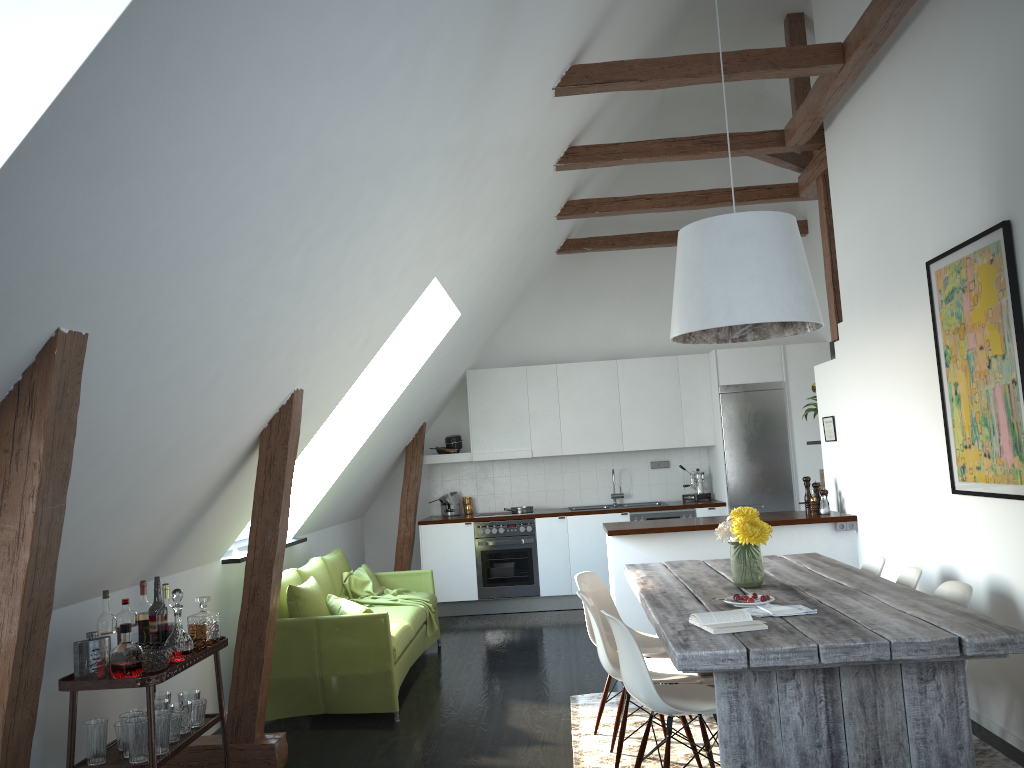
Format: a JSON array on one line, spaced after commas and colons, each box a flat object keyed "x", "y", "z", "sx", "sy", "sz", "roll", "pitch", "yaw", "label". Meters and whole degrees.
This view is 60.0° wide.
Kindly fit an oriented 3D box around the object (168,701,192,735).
[{"x": -1.371, "y": 1.383, "z": 3.671, "sx": 0.095, "sy": 0.119, "sz": 0.095, "roll": 0, "pitch": -6, "yaw": -35, "label": "object"}]

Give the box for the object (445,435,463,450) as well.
[{"x": -0.597, "y": 0.603, "z": 9.080, "sx": 0.190, "sy": 0.166, "sz": 0.200, "roll": 0, "pitch": -6, "yaw": -34, "label": "object"}]

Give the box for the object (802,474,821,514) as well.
[{"x": 2.160, "y": 0.790, "z": 6.375, "sx": 0.123, "sy": 0.283, "sz": 0.061, "roll": -4, "pitch": -5, "yaw": 3, "label": "object"}]

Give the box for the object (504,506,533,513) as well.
[{"x": 0.045, "y": 1.247, "z": 8.819, "sx": 0.351, "sy": 0.061, "sz": 0.232, "roll": -2, "pitch": -5, "yaw": -24, "label": "object"}]

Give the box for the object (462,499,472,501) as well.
[{"x": -0.458, "y": 1.201, "z": 9.092, "sx": 0.100, "sy": 0.036, "sz": 0.100, "roll": -7, "pitch": -6, "yaw": 31, "label": "object"}]

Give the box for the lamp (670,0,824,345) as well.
[{"x": 1.021, "y": -1.631, "z": 4.273, "sx": 0.757, "sy": 2.813, "sz": 0.697, "roll": 0, "pitch": -6, "yaw": -37, "label": "lamp"}]

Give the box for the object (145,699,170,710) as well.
[{"x": -1.487, "y": 1.395, "z": 3.726, "sx": 0.095, "sy": 0.119, "sz": 0.095, "roll": 0, "pitch": -6, "yaw": -35, "label": "object"}]

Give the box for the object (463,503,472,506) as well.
[{"x": -0.454, "y": 1.236, "z": 9.093, "sx": 0.099, "sy": 0.057, "sz": 0.101, "roll": -5, "pitch": -5, "yaw": 14, "label": "object"}]

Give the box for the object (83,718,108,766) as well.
[{"x": -1.565, "y": 1.349, "z": 3.339, "sx": 0.087, "sy": 0.155, "sz": 0.087, "roll": -1, "pitch": -5, "yaw": -24, "label": "object"}]

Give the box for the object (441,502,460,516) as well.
[{"x": -0.606, "y": 1.260, "z": 8.995, "sx": 0.200, "sy": 0.154, "sz": 0.348, "roll": -2, "pitch": -5, "yaw": -18, "label": "object"}]

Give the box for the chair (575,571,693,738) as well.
[{"x": 0.632, "y": 1.401, "z": 4.678, "sx": 0.542, "sy": 0.801, "sz": 0.465, "roll": -6, "pitch": -6, "yaw": 29, "label": "chair"}]

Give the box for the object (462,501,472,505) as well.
[{"x": -0.457, "y": 1.218, "z": 9.091, "sx": 0.100, "sy": 0.036, "sz": 0.100, "roll": -1, "pitch": -6, "yaw": -31, "label": "object"}]

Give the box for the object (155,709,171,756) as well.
[{"x": -1.356, "y": 1.342, "z": 3.415, "sx": 0.087, "sy": 0.155, "sz": 0.087, "roll": -1, "pitch": -5, "yaw": -24, "label": "object"}]

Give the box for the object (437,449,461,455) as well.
[{"x": -0.640, "y": 0.686, "z": 9.013, "sx": 0.243, "sy": 0.056, "sz": 0.350, "roll": -3, "pitch": -5, "yaw": -8, "label": "object"}]

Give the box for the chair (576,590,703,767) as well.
[{"x": 0.598, "y": 1.354, "z": 4.103, "sx": 0.542, "sy": 0.801, "sz": 0.465, "roll": -4, "pitch": -5, "yaw": 4, "label": "chair"}]

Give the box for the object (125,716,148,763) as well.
[{"x": -1.404, "y": 1.337, "z": 3.328, "sx": 0.087, "sy": 0.155, "sz": 0.087, "roll": -1, "pitch": -5, "yaw": -24, "label": "object"}]

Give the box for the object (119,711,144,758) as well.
[{"x": -1.460, "y": 1.348, "z": 3.408, "sx": 0.087, "sy": 0.155, "sz": 0.087, "roll": -1, "pitch": -5, "yaw": -24, "label": "object"}]

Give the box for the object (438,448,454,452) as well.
[{"x": -0.683, "y": 0.667, "z": 8.963, "sx": 0.065, "sy": 0.065, "sz": 0.332, "roll": -1, "pitch": -6, "yaw": -30, "label": "object"}]

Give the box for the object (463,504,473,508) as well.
[{"x": -0.451, "y": 1.257, "z": 9.092, "sx": 0.099, "sy": 0.043, "sz": 0.100, "roll": -3, "pitch": -5, "yaw": -10, "label": "object"}]

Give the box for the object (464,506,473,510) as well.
[{"x": -0.448, "y": 1.278, "z": 9.088, "sx": 0.099, "sy": 0.051, "sz": 0.099, "roll": -3, "pitch": -5, "yaw": -11, "label": "object"}]

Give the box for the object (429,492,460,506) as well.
[{"x": -0.706, "y": 1.191, "z": 9.036, "sx": 0.371, "sy": 0.169, "sz": 0.203, "roll": -1, "pitch": -5, "yaw": -25, "label": "object"}]

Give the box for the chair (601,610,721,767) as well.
[{"x": 0.659, "y": 1.304, "z": 3.581, "sx": 0.542, "sy": 0.801, "sz": 0.465, "roll": -3, "pitch": -5, "yaw": -11, "label": "chair"}]

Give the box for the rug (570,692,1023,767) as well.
[{"x": 1.221, "y": 1.694, "z": 3.947, "sx": 1.898, "sy": 0.022, "sz": 2.677, "roll": -4, "pitch": -5, "yaw": 3, "label": "rug"}]

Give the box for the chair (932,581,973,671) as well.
[{"x": 1.659, "y": 1.250, "z": 3.699, "sx": 0.542, "sy": 0.801, "sz": 0.465, "roll": -4, "pitch": -5, "yaw": -1, "label": "chair"}]

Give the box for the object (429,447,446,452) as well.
[{"x": -0.710, "y": 0.679, "z": 9.055, "sx": 0.357, "sy": 0.075, "sz": 0.244, "roll": -1, "pitch": -6, "yaw": -26, "label": "object"}]

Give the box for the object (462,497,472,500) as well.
[{"x": -0.458, "y": 1.180, "z": 9.093, "sx": 0.100, "sy": 0.047, "sz": 0.099, "roll": -4, "pitch": -5, "yaw": -2, "label": "object"}]

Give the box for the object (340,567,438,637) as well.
[{"x": -0.926, "y": 1.651, "z": 6.764, "sx": 0.722, "sy": 0.493, "sz": 0.711, "roll": -4, "pitch": -5, "yaw": -2, "label": "object"}]

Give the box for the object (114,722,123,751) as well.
[{"x": -1.520, "y": 1.388, "z": 3.500, "sx": 0.092, "sy": 0.099, "sz": 0.092, "roll": -2, "pitch": -5, "yaw": -19, "label": "object"}]

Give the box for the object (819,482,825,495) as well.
[{"x": 2.582, "y": 0.804, "z": 6.868, "sx": 0.287, "sy": 0.101, "sz": 0.329, "roll": -4, "pitch": -5, "yaw": -2, "label": "object"}]

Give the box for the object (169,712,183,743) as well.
[{"x": -1.371, "y": 1.384, "z": 3.563, "sx": 0.092, "sy": 0.099, "sz": 0.092, "roll": -2, "pitch": -5, "yaw": -19, "label": "object"}]

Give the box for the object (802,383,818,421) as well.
[{"x": 2.528, "y": 0.195, "z": 6.981, "sx": 0.493, "sy": 0.486, "sz": 0.506, "roll": -6, "pitch": -5, "yaw": 22, "label": "object"}]

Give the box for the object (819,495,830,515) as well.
[{"x": 2.197, "y": 0.850, "z": 6.242, "sx": 0.069, "sy": 0.135, "sz": 0.069, "roll": -2, "pitch": -5, "yaw": -22, "label": "object"}]

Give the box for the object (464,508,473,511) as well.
[{"x": -0.445, "y": 1.295, "z": 9.086, "sx": 0.100, "sy": 0.048, "sz": 0.099, "roll": -6, "pitch": -5, "yaw": 21, "label": "object"}]

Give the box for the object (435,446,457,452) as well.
[{"x": -0.671, "y": 0.660, "z": 8.973, "sx": 0.061, "sy": 0.077, "sz": 0.331, "roll": 0, "pitch": -6, "yaw": -39, "label": "object"}]

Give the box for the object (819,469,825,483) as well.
[{"x": 2.579, "y": 0.703, "z": 6.887, "sx": 0.329, "sy": 0.101, "sz": 0.287, "roll": -5, "pitch": -5, "yaw": 13, "label": "object"}]

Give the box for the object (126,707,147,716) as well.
[{"x": -1.516, "y": 1.386, "z": 3.608, "sx": 0.095, "sy": 0.119, "sz": 0.095, "roll": 0, "pitch": -6, "yaw": -35, "label": "object"}]

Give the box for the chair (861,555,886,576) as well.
[{"x": 1.726, "y": 1.333, "z": 4.702, "sx": 0.542, "sy": 0.801, "sz": 0.465, "roll": -4, "pitch": -5, "yaw": 4, "label": "chair"}]

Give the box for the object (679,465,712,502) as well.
[{"x": 1.807, "y": 0.987, "z": 8.877, "sx": 0.353, "sy": 0.370, "sz": 0.206, "roll": 1, "pitch": -7, "yaw": -41, "label": "object"}]

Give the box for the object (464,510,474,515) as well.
[{"x": -0.441, "y": 1.317, "z": 9.084, "sx": 0.100, "sy": 0.036, "sz": 0.100, "roll": -4, "pitch": -5, "yaw": -1, "label": "object"}]

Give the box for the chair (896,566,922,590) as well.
[{"x": 1.699, "y": 1.293, "z": 4.231, "sx": 0.542, "sy": 0.801, "sz": 0.465, "roll": -4, "pitch": -5, "yaw": 9, "label": "chair"}]
